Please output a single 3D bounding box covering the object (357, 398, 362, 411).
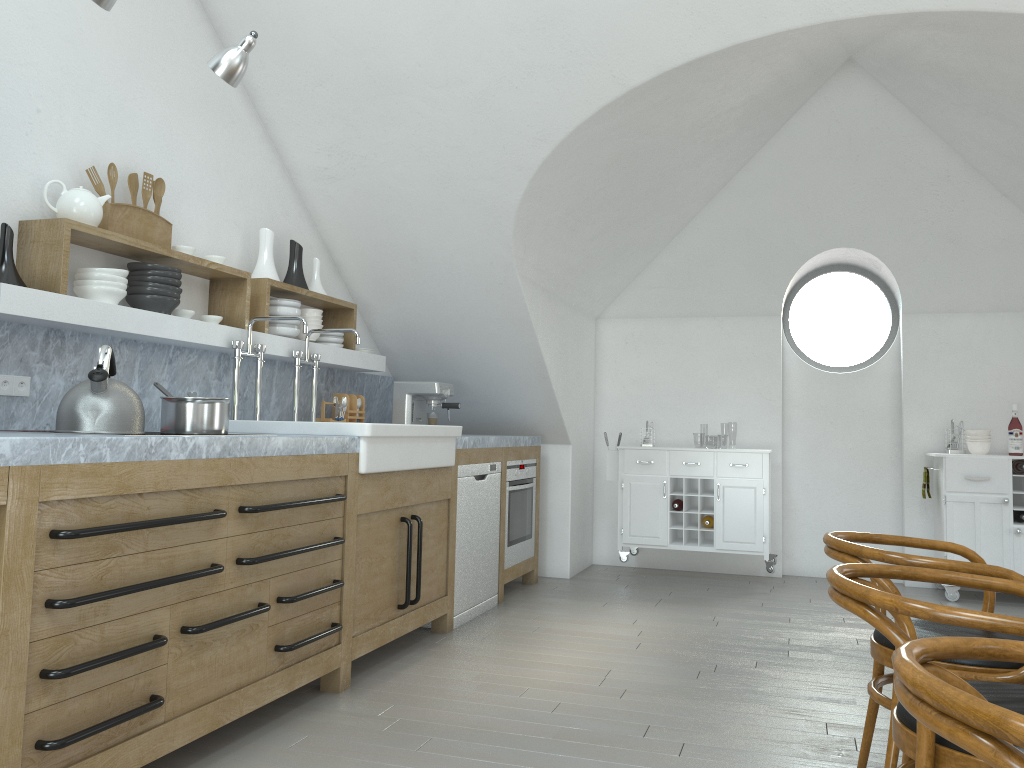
[{"bbox_3d":[-0.885,0.177,5.088,0.040,0.193,0.042,3,-5,-22],"label":"object"}]

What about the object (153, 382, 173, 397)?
[{"bbox_3d":[-1.137,0.076,3.037,0.236,0.167,0.051,1,-5,13],"label":"object"}]

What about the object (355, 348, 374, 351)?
[{"bbox_3d":[-0.921,-0.191,5.216,0.213,0.025,0.213,1,-3,5],"label":"object"}]

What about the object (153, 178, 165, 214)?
[{"bbox_3d":[-1.458,-0.696,3.623,0.039,0.298,0.067,0,-5,18],"label":"object"}]

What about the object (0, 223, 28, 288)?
[{"bbox_3d":[-1.673,-0.422,2.928,0.156,0.219,0.155,1,-4,-1],"label":"object"}]

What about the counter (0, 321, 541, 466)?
[{"bbox_3d":[-1.223,-0.073,3.130,0.961,0.621,6.562,0,-3,18],"label":"counter"}]

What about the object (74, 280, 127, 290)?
[{"bbox_3d":[-1.532,-0.343,3.297,0.181,0.065,0.181,3,-4,-34],"label":"object"}]

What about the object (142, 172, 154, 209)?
[{"bbox_3d":[-1.476,-0.700,3.562,0.019,0.300,0.057,0,-5,18],"label":"object"}]

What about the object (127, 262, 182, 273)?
[{"bbox_3d":[-1.446,-0.438,3.581,0.205,0.080,0.205,0,-3,20],"label":"object"}]

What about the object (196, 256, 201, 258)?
[{"bbox_3d":[-1.400,-0.533,3.776,0.164,0.012,0.163,-1,-4,35],"label":"object"}]

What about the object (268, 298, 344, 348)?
[{"bbox_3d":[-1.092,-0.305,4.655,0.198,0.196,0.655,0,-3,18],"label":"object"}]

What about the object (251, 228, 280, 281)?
[{"bbox_3d":[-1.209,-0.629,4.357,0.156,0.269,0.156,1,-4,7],"label":"object"}]

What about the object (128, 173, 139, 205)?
[{"bbox_3d":[-1.505,-0.702,3.536,0.040,0.300,0.061,0,-5,16],"label":"object"}]

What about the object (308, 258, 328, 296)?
[{"bbox_3d":[-1.065,-0.577,4.819,0.156,0.219,0.155,1,-4,-1],"label":"object"}]

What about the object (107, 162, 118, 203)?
[{"bbox_3d":[-1.542,-0.709,3.423,0.027,0.300,0.055,0,-5,18],"label":"object"}]

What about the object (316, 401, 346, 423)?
[{"bbox_3d":[-0.991,0.181,4.852,0.100,0.172,0.172,0,-4,20],"label":"object"}]

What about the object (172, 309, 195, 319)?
[{"bbox_3d":[-1.401,-0.288,3.771,0.098,0.049,0.098,0,-3,15],"label":"object"}]

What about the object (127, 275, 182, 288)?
[{"bbox_3d":[-1.442,-0.385,3.573,0.205,0.072,0.205,1,-3,5],"label":"object"}]

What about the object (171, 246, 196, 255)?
[{"bbox_3d":[-1.400,-0.556,3.778,0.098,0.049,0.098,0,-3,15],"label":"object"}]

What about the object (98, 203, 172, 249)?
[{"bbox_3d":[-1.497,-0.623,3.526,0.084,0.158,0.353,0,-3,18],"label":"object"}]

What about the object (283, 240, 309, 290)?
[{"bbox_3d":[-1.125,-0.614,4.606,0.156,0.269,0.156,0,-5,22],"label":"object"}]

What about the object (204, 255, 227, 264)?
[{"bbox_3d":[-1.334,-0.544,3.981,0.098,0.049,0.098,0,-3,15],"label":"object"}]

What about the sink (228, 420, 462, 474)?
[{"bbox_3d":[-0.746,0.279,4.051,0.727,0.202,1.019,0,-3,18],"label":"sink"}]

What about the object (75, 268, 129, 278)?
[{"bbox_3d":[-1.529,-0.395,3.306,0.180,0.076,0.181,4,-4,-34],"label":"object"}]

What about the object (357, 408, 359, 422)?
[{"bbox_3d":[-0.889,0.181,5.104,0.020,0.197,0.018,-3,-6,40],"label":"object"}]

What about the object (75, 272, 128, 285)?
[{"bbox_3d":[-1.530,-0.366,3.302,0.181,0.069,0.181,-1,-4,35],"label":"object"}]

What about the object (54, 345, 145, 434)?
[{"bbox_3d":[-1.222,0.015,2.650,0.246,0.268,0.246,-1,-4,28],"label":"object"}]

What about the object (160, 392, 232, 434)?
[{"bbox_3d":[-1.081,0.107,3.101,0.232,0.171,0.393,1,-3,-2],"label":"object"}]

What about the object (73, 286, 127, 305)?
[{"bbox_3d":[-1.532,-0.320,3.296,0.181,0.064,0.181,-1,-4,40],"label":"object"}]

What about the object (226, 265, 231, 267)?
[{"bbox_3d":[-1.335,-0.521,3.979,0.164,0.012,0.163,-1,-4,35],"label":"object"}]

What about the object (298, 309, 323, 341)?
[{"bbox_3d":[-1.069,-0.307,4.648,0.157,0.160,0.154,5,-5,-44],"label":"object"}]

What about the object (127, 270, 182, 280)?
[{"bbox_3d":[-1.444,-0.410,3.580,0.205,0.084,0.205,4,-4,-44],"label":"object"}]

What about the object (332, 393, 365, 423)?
[{"bbox_3d":[-0.932,0.168,5.068,0.104,0.223,0.200,0,-4,18],"label":"object"}]

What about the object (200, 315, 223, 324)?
[{"bbox_3d":[-1.342,-0.277,3.953,0.098,0.049,0.098,0,-3,15],"label":"object"}]

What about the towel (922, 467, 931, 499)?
[{"bbox_3d":[2.744,0.654,5.875,0.049,0.204,0.149,0,-4,19],"label":"towel"}]

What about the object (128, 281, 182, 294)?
[{"bbox_3d":[-1.438,-0.363,3.570,0.205,0.086,0.205,3,-4,-29],"label":"object"}]

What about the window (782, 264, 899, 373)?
[{"bbox_3d":[2.410,-0.477,6.525,0.900,0.902,0.060,0,-5,18],"label":"window"}]

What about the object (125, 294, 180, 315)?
[{"bbox_3d":[-1.445,-0.309,3.565,0.205,0.072,0.205,1,-3,5],"label":"object"}]

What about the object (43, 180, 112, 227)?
[{"bbox_3d":[-1.585,-0.645,3.230,0.174,0.169,0.167,1,-4,2],"label":"object"}]

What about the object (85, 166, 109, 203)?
[{"bbox_3d":[-1.551,-0.694,3.386,0.016,0.259,0.199,-1,-5,28],"label":"object"}]

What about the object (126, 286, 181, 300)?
[{"bbox_3d":[-1.445,-0.335,3.567,0.205,0.086,0.205,4,-4,-34],"label":"object"}]

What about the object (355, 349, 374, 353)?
[{"bbox_3d":[-0.921,-0.182,5.215,0.213,0.025,0.213,1,-3,5],"label":"object"}]

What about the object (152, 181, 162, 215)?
[{"bbox_3d":[-1.464,-0.694,3.664,0.030,0.295,0.057,0,-5,18],"label":"object"}]
